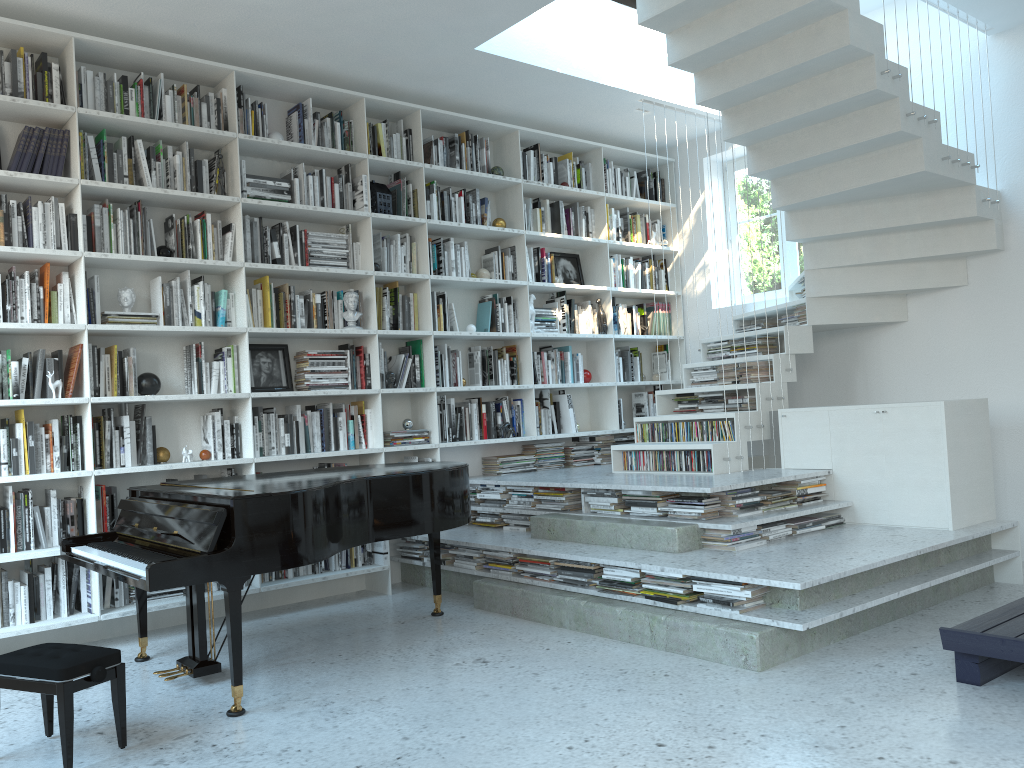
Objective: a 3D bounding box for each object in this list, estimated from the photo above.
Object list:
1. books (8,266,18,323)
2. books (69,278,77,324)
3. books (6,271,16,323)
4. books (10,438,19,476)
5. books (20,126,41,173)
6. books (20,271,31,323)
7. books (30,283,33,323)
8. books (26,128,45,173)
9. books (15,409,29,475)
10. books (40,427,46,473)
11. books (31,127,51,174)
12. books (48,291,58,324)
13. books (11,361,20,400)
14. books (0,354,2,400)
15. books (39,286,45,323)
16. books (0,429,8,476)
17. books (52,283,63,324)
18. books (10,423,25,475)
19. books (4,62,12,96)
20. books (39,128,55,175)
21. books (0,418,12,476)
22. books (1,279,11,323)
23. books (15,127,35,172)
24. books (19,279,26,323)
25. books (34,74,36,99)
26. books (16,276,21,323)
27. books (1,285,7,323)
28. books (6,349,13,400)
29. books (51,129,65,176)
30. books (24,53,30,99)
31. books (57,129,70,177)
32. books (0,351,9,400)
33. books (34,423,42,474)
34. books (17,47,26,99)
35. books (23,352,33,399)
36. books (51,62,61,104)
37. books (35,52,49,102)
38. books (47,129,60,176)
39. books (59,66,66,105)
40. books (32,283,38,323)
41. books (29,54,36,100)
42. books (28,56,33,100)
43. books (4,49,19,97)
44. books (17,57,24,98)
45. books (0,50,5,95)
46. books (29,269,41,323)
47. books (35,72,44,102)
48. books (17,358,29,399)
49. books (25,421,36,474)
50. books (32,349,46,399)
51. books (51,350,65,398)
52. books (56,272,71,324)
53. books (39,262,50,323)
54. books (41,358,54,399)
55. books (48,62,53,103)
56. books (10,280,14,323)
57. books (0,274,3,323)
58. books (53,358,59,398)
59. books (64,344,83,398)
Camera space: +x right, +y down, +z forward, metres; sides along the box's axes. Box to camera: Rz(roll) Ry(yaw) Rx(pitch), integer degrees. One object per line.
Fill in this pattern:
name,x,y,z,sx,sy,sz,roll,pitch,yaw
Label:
books,-2.507,-0.431,4.454,0.011,0.304,0.130,-2,-2,-39
books,-2.299,-0.414,4.613,0.036,0.257,0.123,-2,-2,-39
books,-2.505,-0.416,4.435,0.012,0.272,0.145,-2,-2,-39
books,-2.475,0.361,4.386,0.029,0.181,0.190,-2,-2,-39
books,-2.470,-1.153,4.508,0.110,0.279,0.174,-2,-2,-39
books,-2.451,-0.419,4.468,0.015,0.275,0.157,-2,-2,-39
books,-2.448,-0.390,4.486,0.012,0.217,0.160,-2,-2,-39
books,-2.464,-1.152,4.537,0.110,0.279,0.174,-2,-2,-39
books,-2.446,0.290,4.424,0.021,0.322,0.172,-2,-2,-39
books,-2.389,0.336,4.482,0.025,0.229,0.153,-2,-2,-39
books,-2.428,-1.157,4.540,0.097,0.282,0.174,-2,-2,-39
books,-2.364,-0.375,4.550,0.030,0.183,0.152,-2,-2,-39
books,-2.478,-0.009,4.398,0.029,0.190,0.189,-2,-2,-39
books,-2.552,-0.026,4.388,0.030,0.231,0.148,-2,-2,-39
books,-2.406,-0.384,4.512,0.013,0.203,0.161,-2,-2,-39
books,-2.515,0.338,4.368,0.027,0.230,0.159,-2,-2,-39
books,-2.342,-0.396,4.570,0.031,0.223,0.145,-2,-2,-39
books,-2.462,0.325,4.412,0.026,0.254,0.176,-2,-2,-39
books,-2.553,-1.489,4.470,0.028,0.218,0.153,-2,-2,-39
books,-2.415,-1.159,4.577,0.078,0.285,0.174,-2,-2,-39
books,-2.500,0.312,4.380,0.014,0.282,0.150,-2,-2,-39
books,-2.519,-0.394,4.413,0.013,0.229,0.177,-2,-2,-39
books,-2.499,-1.151,4.508,0.110,0.279,0.174,-2,-2,-39
books,-2.484,-0.401,4.476,0.028,0.242,0.131,-2,-2,-39
books,-2.475,-1.508,4.565,0.013,0.254,0.129,-2,-2,-39
books,-2.494,-0.405,4.456,0.011,0.251,0.139,-2,-2,-39
books,-2.540,-0.381,4.413,0.021,0.205,0.130,-2,-2,-39
books,-2.503,-0.038,4.396,0.011,0.250,0.172,-2,-2,-39
books,-2.380,-1.160,4.605,0.078,0.285,0.174,-2,-2,-39
books,-2.491,-1.523,4.530,0.013,0.283,0.166,-2,-2,-39
books,-2.354,-1.162,4.609,0.078,0.285,0.174,-2,-2,-39
books,-2.528,-0.036,4.400,0.022,0.249,0.129,-2,-2,-39
books,-2.401,0.325,4.454,0.028,0.249,0.159,-2,-2,-39
books,-2.512,-1.541,4.533,0.014,0.320,0.137,-2,-2,-39
books,-2.441,-0.035,4.473,0.013,0.242,0.141,-2,-2,-39
books,-2.386,-1.512,4.606,0.031,0.254,0.178,-2,-2,-39
books,-2.419,-1.533,4.567,0.025,0.297,0.163,-2,-2,-39
books,-2.400,-1.159,4.595,0.078,0.285,0.174,-2,-2,-39
books,-2.367,-1.511,4.640,0.039,0.252,0.146,-2,-2,-39
books,-2.438,-0.392,4.500,0.021,0.220,0.148,-2,-2,-39
books,-2.467,-1.520,4.535,0.011,0.274,0.183,-2,-2,-39
books,-2.474,-1.514,4.528,0.010,0.263,0.156,-2,-2,-39
books,-2.531,-1.521,4.484,0.024,0.279,0.188,-2,-2,-39
books,-2.509,-1.506,4.499,0.028,0.249,0.155,-2,-2,-39
books,-2.578,-1.518,4.468,0.013,0.278,0.151,-2,-2,-39
books,-2.429,-0.428,4.515,0.015,0.292,0.144,-2,-2,-39
books,-2.443,-1.478,4.557,0.027,0.190,0.177,-2,-2,-39
books,-2.467,-0.020,4.451,0.056,0.214,0.143,-2,-2,-39
books,-2.420,0.320,4.433,0.028,0.260,0.181,-2,-2,-39
books,-2.403,-0.043,4.485,0.060,0.255,0.158,-2,-2,-39
books,-2.331,-0.043,4.551,0.021,0.251,0.154,-2,-2,-39
books,-2.325,-0.427,4.593,0.027,0.286,0.148,-2,-2,-39
books,-2.392,-0.446,4.529,0.035,0.325,0.170,-2,-2,-39
books,-2.363,-0.021,4.508,0.030,0.207,0.172,-2,-2,-39
books,-2.415,-1.514,4.599,0.022,0.260,0.152,-2,-2,-39
books,-2.516,-0.393,4.430,0.013,0.227,0.151,-2,-2,-39
books,-2.558,-0.406,4.400,0.021,0.256,0.156,-2,-2,-39
books,-2.347,-0.022,4.533,0.027,0.209,0.144,-2,-2,-39
books,-2.267,-0.059,4.554,0.082,0.276,0.228,-2,-2,-39
